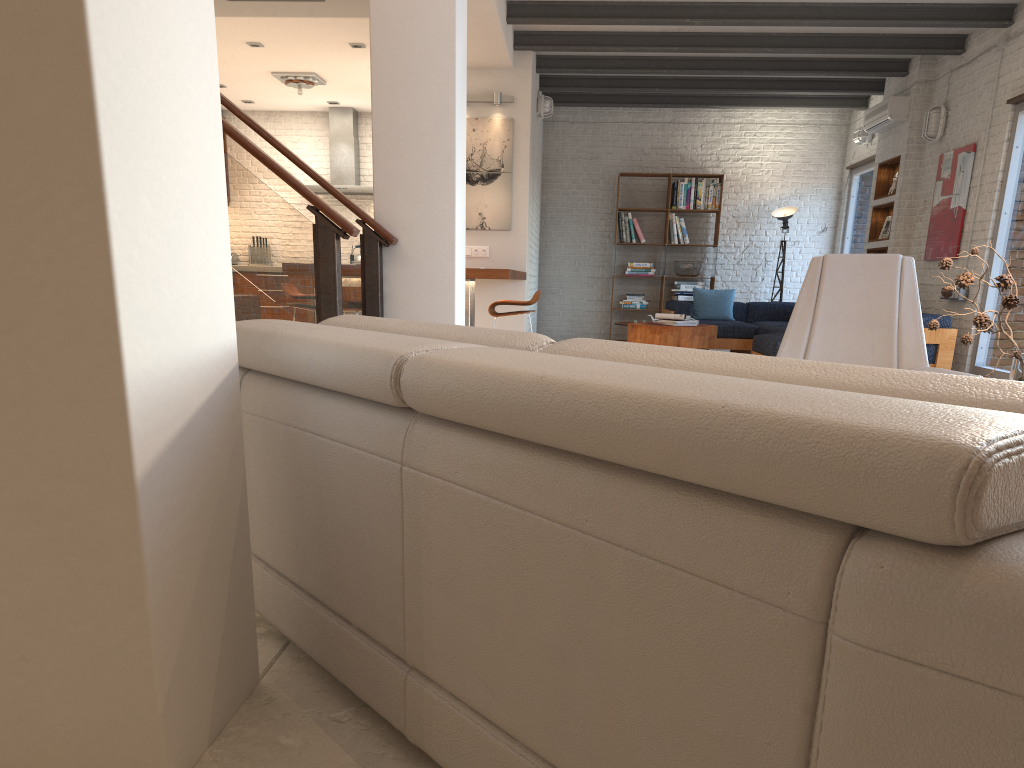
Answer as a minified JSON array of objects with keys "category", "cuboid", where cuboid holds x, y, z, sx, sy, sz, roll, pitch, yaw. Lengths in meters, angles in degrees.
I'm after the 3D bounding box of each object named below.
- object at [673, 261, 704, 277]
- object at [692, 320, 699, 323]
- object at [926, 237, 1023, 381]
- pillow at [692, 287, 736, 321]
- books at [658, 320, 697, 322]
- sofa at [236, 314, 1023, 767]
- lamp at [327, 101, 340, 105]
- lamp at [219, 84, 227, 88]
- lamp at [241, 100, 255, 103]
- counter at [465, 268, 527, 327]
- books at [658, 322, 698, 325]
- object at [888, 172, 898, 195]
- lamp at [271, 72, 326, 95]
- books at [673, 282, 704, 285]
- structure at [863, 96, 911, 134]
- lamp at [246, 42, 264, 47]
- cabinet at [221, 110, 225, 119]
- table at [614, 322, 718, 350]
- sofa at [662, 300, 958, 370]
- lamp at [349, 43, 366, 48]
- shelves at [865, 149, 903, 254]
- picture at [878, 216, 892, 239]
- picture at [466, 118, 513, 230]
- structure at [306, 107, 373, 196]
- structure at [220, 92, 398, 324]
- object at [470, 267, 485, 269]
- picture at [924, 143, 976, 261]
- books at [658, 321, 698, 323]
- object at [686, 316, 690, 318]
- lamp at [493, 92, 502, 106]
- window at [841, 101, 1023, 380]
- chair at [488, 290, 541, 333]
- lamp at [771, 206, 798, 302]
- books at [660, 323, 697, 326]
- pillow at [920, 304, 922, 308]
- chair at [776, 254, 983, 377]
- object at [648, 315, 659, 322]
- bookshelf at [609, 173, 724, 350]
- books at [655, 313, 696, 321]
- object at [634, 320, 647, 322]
[{"category":"object","cuboid":[2.338,-1.524,11.589,0.394,0.210,0.395,-7,13,-44]},{"category":"object","cuboid":[1.991,-0.662,9.469,0.155,0.059,0.260,1,7,-4]},{"category":"object","cuboid":[1.368,-0.095,2.454,0.539,0.632,0.305,-4,15,-25]},{"category":"pillow","cuboid":[2.509,-0.989,10.859,0.555,0.426,0.214,2,14,2]},{"category":"books","cuboid":[1.655,-0.629,8.709,0.251,0.011,0.308,-1,7,-22]},{"category":"sofa","cuboid":[0.271,0.283,1.780,1.130,0.786,2.269,-6,11,-36]},{"category":"lamp","cuboid":[-2.125,-3.362,10.365,0.123,0.057,0.119,2,9,3]},{"category":"lamp","cuboid":[-3.218,-3.293,9.574,0.123,0.057,0.119,2,9,3]},{"category":"lamp","cuboid":[-3.159,-3.394,10.424,0.123,0.057,0.119,2,9,3]},{"category":"counter","cuboid":[-0.788,-0.541,7.733,1.685,0.956,2.404,2,8,4]},{"category":"books","cuboid":[1.663,-0.611,8.740,0.251,0.011,0.308,-2,8,-27]},{"category":"object","cuboid":[4.051,-2.115,9.188,0.112,0.252,0.208,4,13,11]},{"category":"lamp","cuboid":[-2.218,-3.112,9.111,0.450,0.177,0.433,2,8,3]},{"category":"books","cuboid":[2.348,-1.343,11.627,0.379,0.038,0.235,2,7,3]},{"category":"structure","cuboid":[3.878,-2.787,9.058,0.200,0.228,0.785,2,8,4]},{"category":"lamp","cuboid":[-2.302,-3.060,7.813,0.123,0.057,0.119,2,9,3]},{"category":"cabinet","cuboid":[-3.982,-2.698,9.613,0.462,1.206,3.219,2,8,4]},{"category":"table","cuboid":[1.602,-0.427,9.315,1.075,0.464,1.765,3,8,9]},{"category":"sofa","cuboid":[2.838,-0.513,9.333,2.078,0.687,3.805,2,7,4]},{"category":"lamp","cuboid":[-1.375,-3.032,7.760,0.123,0.057,0.119,2,9,3]},{"category":"shelves","cuboid":[4.050,-1.702,9.354,0.192,1.485,0.735,2,14,4]},{"category":"picture","cuboid":[4.063,-1.686,9.408,0.102,0.254,0.185,0,13,-5]},{"category":"picture","cuboid":[-0.325,-2.038,8.494,0.655,1.057,0.019,2,16,3]},{"category":"structure","cuboid":[-2.101,-2.892,10.850,0.985,1.034,0.437,2,15,3]},{"category":"structure","cuboid":[-1.021,-1.908,5.042,10.149,4.307,13.347,2,8,4]},{"category":"object","cuboid":[-0.423,-0.928,6.874,0.395,0.036,0.191,2,7,7]},{"category":"picture","cuboid":[4.017,-1.642,8.026,0.019,0.999,0.713,2,13,4]},{"category":"books","cuboid":[1.656,-0.620,8.720,0.251,0.011,0.308,-2,8,-27]},{"category":"object","cuboid":[1.847,-0.671,9.291,0.107,0.112,0.104,5,13,19]},{"category":"lamp","cuboid":[-0.137,-2.695,8.237,0.079,0.108,0.077,9,15,31]},{"category":"window","cuboid":[4.188,-2.915,4.916,0.647,6.647,11.876,2,9,4]},{"category":"chair","cuboid":[0.032,-0.364,7.075,0.422,0.806,0.387,2,14,3]},{"category":"lamp","cuboid":[3.617,-1.323,11.186,0.503,1.921,0.835,-6,16,-24]},{"category":"books","cuboid":[1.664,-0.598,8.728,0.252,0.011,0.307,-1,7,-17]},{"category":"pillow","cuboid":[3.338,-0.559,7.750,0.558,0.341,0.366,-5,13,-35]},{"category":"chair","cuboid":[1.496,-0.062,3.863,1.021,1.058,0.939,6,13,20]},{"category":"object","cuboid":[1.642,-0.732,9.830,0.184,0.095,0.189,6,10,29]},{"category":"bookshelf","cuboid":[2.014,-1.592,11.558,1.317,2.293,0.348,2,16,3]},{"category":"books","cuboid":[1.648,-0.652,8.782,0.317,0.113,0.267,7,10,36]},{"category":"object","cuboid":[1.531,-0.724,10.014,0.301,0.028,0.066,-1,9,-18]}]
